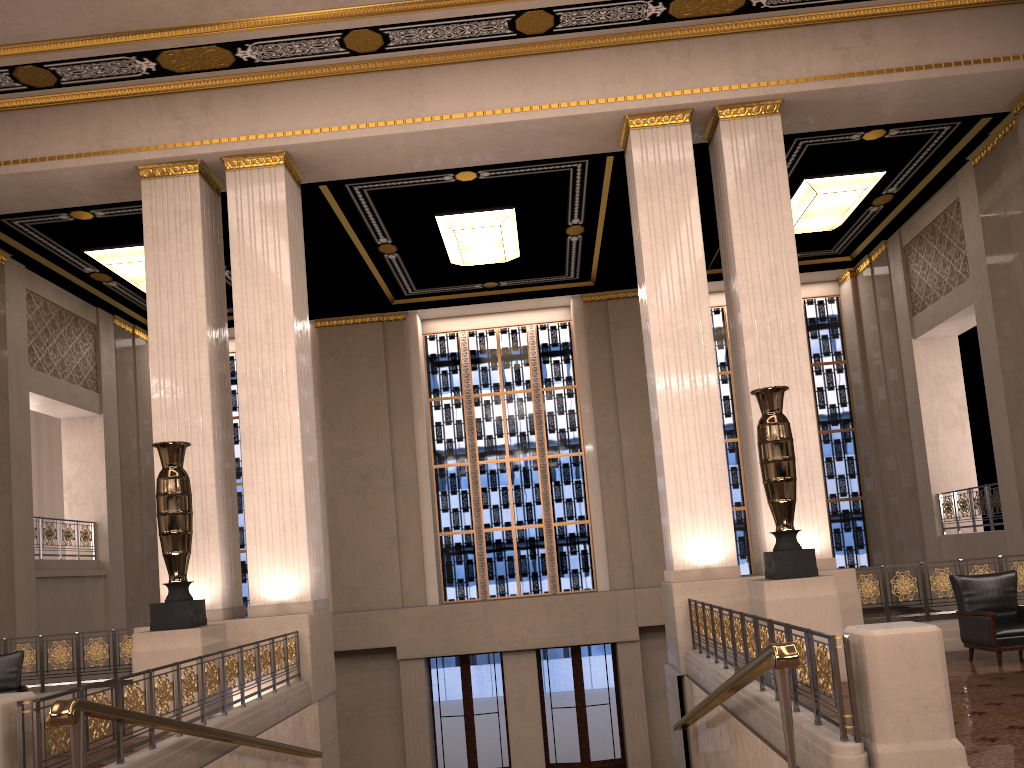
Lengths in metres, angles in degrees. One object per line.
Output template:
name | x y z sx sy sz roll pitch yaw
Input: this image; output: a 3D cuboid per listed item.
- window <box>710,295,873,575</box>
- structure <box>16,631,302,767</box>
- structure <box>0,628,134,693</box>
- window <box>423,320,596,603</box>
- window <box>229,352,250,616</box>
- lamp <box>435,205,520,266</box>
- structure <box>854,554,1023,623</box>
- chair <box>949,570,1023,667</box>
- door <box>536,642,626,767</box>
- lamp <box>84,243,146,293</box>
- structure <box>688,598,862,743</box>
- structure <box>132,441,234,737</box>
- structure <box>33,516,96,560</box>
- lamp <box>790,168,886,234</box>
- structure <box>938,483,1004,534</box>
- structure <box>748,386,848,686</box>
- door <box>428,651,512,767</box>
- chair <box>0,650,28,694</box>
window | 5.177 1.019 17.142 2.988 5.300 0.070 -5 -5 2
structure | -2.421 2.439 7.079 0.079 0.529 5.013 -5 -12 2
structure | -5.403 3.206 10.087 2.535 0.648 0.032 -5 -5 2
window | -0.078 1.503 17.347 2.988 5.300 0.070 -5 -5 2
window | -5.158 1.972 17.545 2.988 5.300 0.070 -5 -5 2
lamp | -0.490 -2.250 13.851 1.167 0.211 2.048 -5 -12 2
structure | 4.992 2.247 9.681 2.535 0.648 0.032 -5 -5 2
chair | 4.689 2.216 8.401 0.647 0.834 0.728 -4 -8 -3
door | 1.296 6.181 16.383 1.492 2.695 0.157 -5 -5 2
lamp | -5.725 -1.767 14.056 1.167 0.211 2.048 -5 -12 2
structure | 1.792 2.050 6.915 0.079 0.529 5.014 -5 -12 1
structure | -3.285 1.966 8.684 0.700 2.758 0.708 -5 -6 2
structure | -7.117 2.450 13.857 0.031 0.658 2.189 -5 -11 2
lamp | 4.836 -2.741 13.643 1.167 0.211 2.048 -5 -12 2
structure | 6.919 1.892 13.243 0.031 0.658 2.189 -5 -11 2
structure | 2.617 1.421 8.453 0.700 2.758 0.708 -5 -6 2
door | -0.783 6.373 16.464 1.492 2.695 0.157 -5 -5 2
chair | -5.200 3.128 8.784 0.647 0.834 0.727 0 -10 -33
